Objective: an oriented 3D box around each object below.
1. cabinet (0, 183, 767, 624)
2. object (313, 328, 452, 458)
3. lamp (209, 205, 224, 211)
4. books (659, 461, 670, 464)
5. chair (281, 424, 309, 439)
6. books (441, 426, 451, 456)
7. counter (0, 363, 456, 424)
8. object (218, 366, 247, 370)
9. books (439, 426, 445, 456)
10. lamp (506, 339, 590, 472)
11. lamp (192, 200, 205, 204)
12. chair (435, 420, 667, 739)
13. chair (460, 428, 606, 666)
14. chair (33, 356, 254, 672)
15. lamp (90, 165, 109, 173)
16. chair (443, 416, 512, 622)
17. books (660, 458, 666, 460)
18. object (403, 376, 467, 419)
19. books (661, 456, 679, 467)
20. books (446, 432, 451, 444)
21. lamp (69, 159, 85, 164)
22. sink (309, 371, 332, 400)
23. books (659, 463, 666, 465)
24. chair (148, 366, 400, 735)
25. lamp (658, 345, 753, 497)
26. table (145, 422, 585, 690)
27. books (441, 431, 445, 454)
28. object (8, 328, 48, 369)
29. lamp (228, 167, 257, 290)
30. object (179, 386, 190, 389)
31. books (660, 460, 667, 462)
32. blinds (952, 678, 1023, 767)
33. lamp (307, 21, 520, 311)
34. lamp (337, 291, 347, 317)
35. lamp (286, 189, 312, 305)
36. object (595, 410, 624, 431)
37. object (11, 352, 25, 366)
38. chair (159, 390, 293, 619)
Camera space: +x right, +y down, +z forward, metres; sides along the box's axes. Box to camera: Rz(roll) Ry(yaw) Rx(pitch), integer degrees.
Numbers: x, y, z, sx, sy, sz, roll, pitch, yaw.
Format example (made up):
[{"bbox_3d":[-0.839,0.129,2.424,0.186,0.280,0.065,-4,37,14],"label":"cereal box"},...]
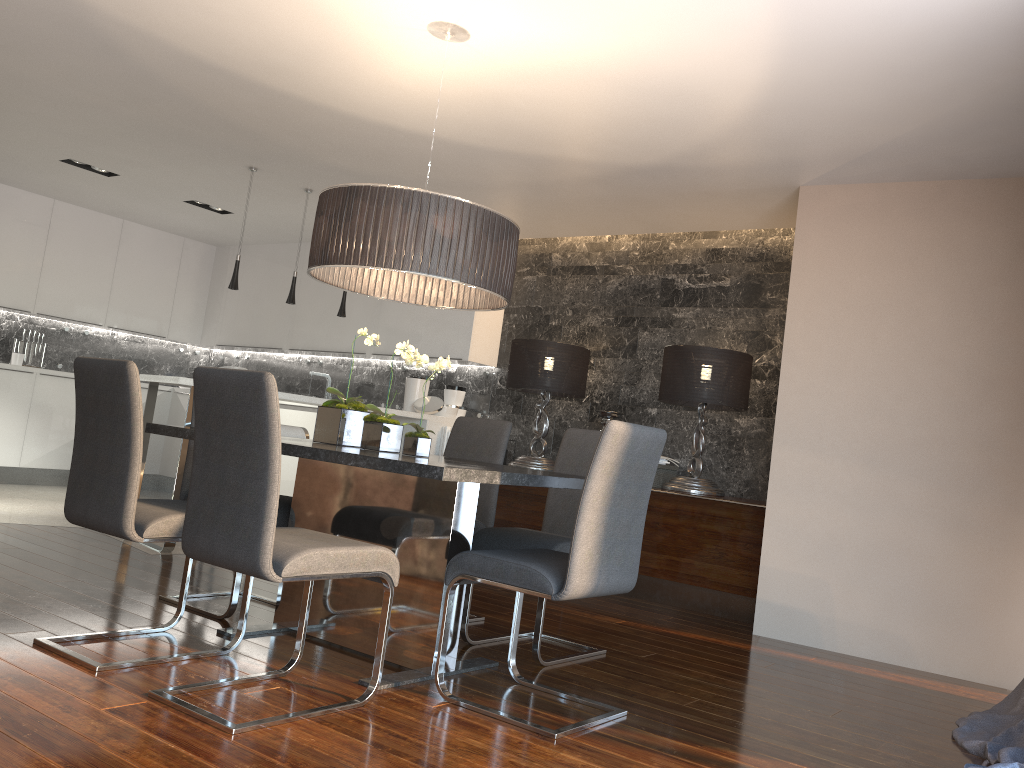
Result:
[{"bbox_3d":[-1.997,-0.258,5.718,6.569,2.506,4.669,4,-5,36],"label":"cabinet"},{"bbox_3d":[-0.489,0.023,3.582,0.547,0.502,0.324,5,-6,32],"label":"object"},{"bbox_3d":[-2.471,-1.508,7.433,0.175,0.077,0.178,7,-4,8],"label":"lamp"},{"bbox_3d":[0.887,0.518,6.040,0.329,0.011,0.244,8,-4,-17],"label":"books"},{"bbox_3d":[-1.498,0.626,5.161,0.409,0.802,0.441,4,-6,36],"label":"chair"},{"bbox_3d":[-0.464,0.456,6.784,0.018,0.244,0.183,4,-6,37],"label":"books"},{"bbox_3d":[-2.598,0.046,7.214,3.825,0.041,2.826,4,-5,36],"label":"counter"},{"bbox_3d":[-1.763,-0.044,5.701,0.415,0.133,0.197,4,-5,36],"label":"object"},{"bbox_3d":[-0.486,0.456,6.821,0.018,0.244,0.183,4,-6,37],"label":"books"},{"bbox_3d":[0.233,0.175,6.541,0.568,0.935,0.616,5,-5,27],"label":"lamp"},{"bbox_3d":[-2.584,-1.532,7.283,0.173,0.077,0.180,6,-4,13],"label":"lamp"},{"bbox_3d":[0.140,0.593,2.956,0.543,0.967,0.449,4,-6,36],"label":"chair"},{"bbox_3d":[0.170,0.656,3.806,0.406,0.966,0.600,4,-6,37],"label":"chair"},{"bbox_3d":[-1.228,0.430,3.060,0.406,0.966,0.600,4,-6,37],"label":"chair"},{"bbox_3d":[-3.080,-1.640,6.631,0.171,0.077,0.182,6,-4,20],"label":"lamp"},{"bbox_3d":[-0.373,0.615,4.190,0.406,0.966,0.600,4,-6,37],"label":"chair"},{"bbox_3d":[0.867,0.495,6.054,0.327,0.011,0.246,8,-4,-13],"label":"books"},{"bbox_3d":[-0.559,0.118,7.069,0.605,0.299,0.392,11,-6,-41],"label":"object"},{"bbox_3d":[0.948,0.492,6.052,0.339,0.109,0.258,11,-6,-43],"label":"books"},{"bbox_3d":[-0.448,0.476,6.771,0.019,0.205,0.163,4,-6,37],"label":"books"},{"bbox_3d":[-3.193,-1.664,6.481,0.168,0.077,0.185,4,-5,36],"label":"lamp"},{"bbox_3d":[-1.676,0.160,7.831,1.094,0.522,0.534,4,-6,36],"label":"sink"},{"bbox_3d":[0.870,0.527,6.039,0.324,0.011,0.248,8,-4,-8],"label":"books"},{"bbox_3d":[-0.686,0.471,2.676,0.406,0.966,0.600,4,-6,37],"label":"chair"},{"bbox_3d":[1.249,0.252,5.823,0.619,0.935,0.565,10,-6,-27],"label":"lamp"},{"bbox_3d":[-0.541,0.644,3.415,1.521,0.762,1.092,4,-5,36],"label":"table"},{"bbox_3d":[-0.467,0.458,6.813,0.022,0.244,0.184,4,-6,37],"label":"books"},{"bbox_3d":[-4.273,-0.313,7.794,0.057,0.336,0.306,3,-6,41],"label":"object"},{"bbox_3d":[-1.825,-1.055,5.972,0.055,0.847,0.061,4,-7,36],"label":"lamp"},{"bbox_3d":[-3.195,-0.046,8.973,0.374,0.235,0.521,12,-6,-44],"label":"object"},{"bbox_3d":[0.873,0.507,6.050,0.329,0.011,0.244,8,-4,-17],"label":"books"},{"bbox_3d":[0.721,-0.449,0.827,0.714,2.899,7.824,5,-5,31],"label":"blinds"},{"bbox_3d":[-0.333,-0.919,3.580,0.843,1.105,0.763,10,-6,-29],"label":"lamp"},{"bbox_3d":[-1.244,-0.929,6.739,0.055,0.847,0.061,4,-7,36],"label":"lamp"},{"bbox_3d":[-1.535,-0.992,6.355,0.055,0.847,0.061,4,-7,36],"label":"lamp"},{"bbox_3d":[0.663,0.436,6.234,0.210,0.487,0.205,8,-5,-6],"label":"object"},{"bbox_3d":[-4.295,-0.216,7.643,0.093,0.117,0.091,8,-5,-4],"label":"object"},{"bbox_3d":[-1.162,0.497,3.908,0.543,0.967,0.449,4,-6,36],"label":"chair"}]
